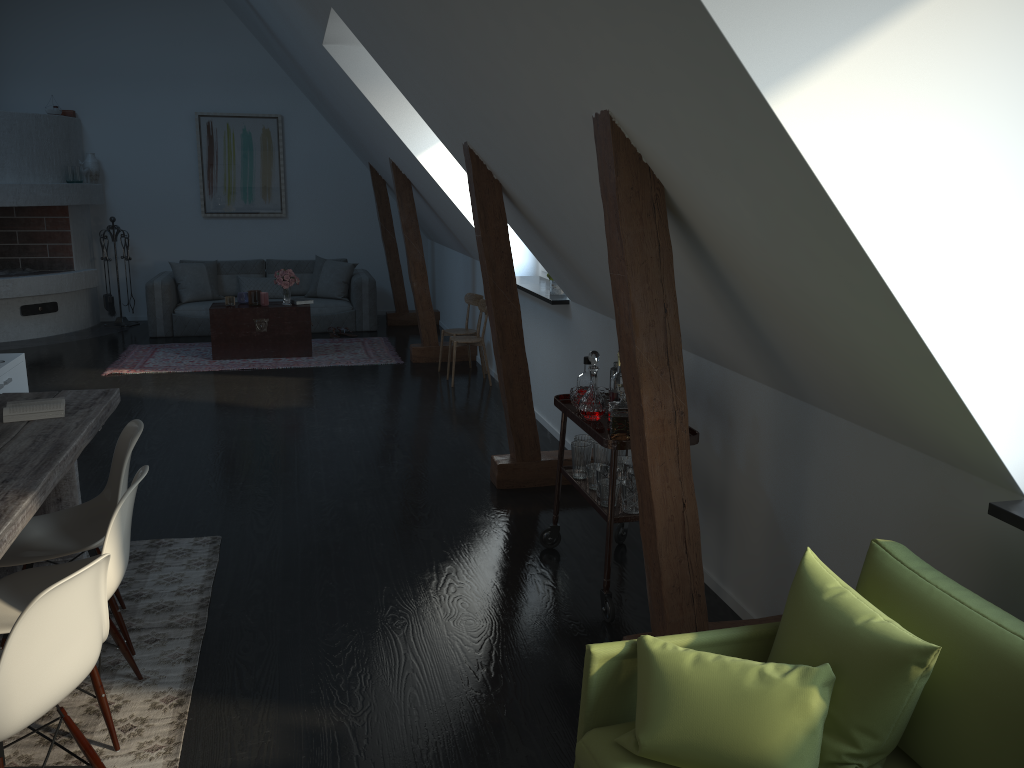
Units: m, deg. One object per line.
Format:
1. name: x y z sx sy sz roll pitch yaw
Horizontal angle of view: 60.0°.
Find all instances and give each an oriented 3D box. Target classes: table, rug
1. table: -2.414 -0.525 8.575 0.962 0.492 0.471 -3 13 -14
2. rug: -1.985 1.054 2.746 1.898 0.022 2.677 -3 13 -14
3. rug: -2.450 -0.295 8.642 2.647 0.029 1.512 -2 13 -13
4. table: -1.965 0.682 2.645 1.141 0.788 2.421 -3 13 -14

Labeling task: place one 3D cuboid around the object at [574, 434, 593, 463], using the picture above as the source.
1. object: 0.320 0.313 3.985 0.087 0.155 0.087 -10 17 -40

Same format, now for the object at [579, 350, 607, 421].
1. object: 0.334 0.006 3.644 0.114 0.292 0.114 -11 17 -41

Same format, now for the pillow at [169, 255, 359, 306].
1. pillow: -2.777 -1.184 10.043 2.075 0.515 0.444 -3 13 -14

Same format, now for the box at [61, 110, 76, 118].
1. box: -4.988 -3.003 9.857 0.229 0.078 0.127 -3 13 -14

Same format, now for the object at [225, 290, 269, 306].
1. object: -2.531 -0.830 8.515 0.413 0.138 0.215 0 13 -2

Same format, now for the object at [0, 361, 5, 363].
1. object: -3.458 -0.165 5.420 0.558 0.162 0.742 -3 13 -16

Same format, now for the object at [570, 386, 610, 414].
1. object: 0.366 0.071 3.807 0.245 0.092 0.151 4 13 15

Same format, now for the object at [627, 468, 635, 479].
1. object: 0.518 0.412 3.638 0.095 0.119 0.095 11 16 37

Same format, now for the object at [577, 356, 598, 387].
1. object: 0.336 -0.019 3.944 0.087 0.206 0.087 3 13 11

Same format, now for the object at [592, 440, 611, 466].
1. object: 0.397 0.328 3.926 0.087 0.155 0.087 -10 17 -40

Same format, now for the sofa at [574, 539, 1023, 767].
1. sofa: 0.830 1.007 1.275 0.898 0.825 2.093 -3 13 -15

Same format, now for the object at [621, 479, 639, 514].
1. object: 0.475 0.445 3.492 0.095 0.119 0.095 11 16 37

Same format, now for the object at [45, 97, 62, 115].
1. object: -4.968 -3.019 9.601 0.066 0.221 0.231 4 13 16

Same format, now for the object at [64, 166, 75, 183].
1. object: -4.756 -2.253 9.545 0.092 0.180 0.092 4 13 14

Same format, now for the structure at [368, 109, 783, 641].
1. structure: 0.292 -0.328 4.603 1.023 1.963 12.350 -3 13 -14

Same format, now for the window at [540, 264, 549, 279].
1. window: -1.994 -2.242 3.424 5.959 4.249 8.018 -3 13 -14

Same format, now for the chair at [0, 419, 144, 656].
1. chair: -1.582 0.556 3.183 0.542 0.801 0.465 -6 14 -27

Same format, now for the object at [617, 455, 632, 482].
1. object: 0.484 0.372 3.860 0.092 0.099 0.092 -9 16 -35

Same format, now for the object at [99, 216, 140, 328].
1. object: -4.513 -1.283 10.139 0.376 1.245 0.376 -8 15 -33

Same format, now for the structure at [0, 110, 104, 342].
1. structure: -6.169 -2.937 9.568 3.058 4.752 3.049 -1 13 -5

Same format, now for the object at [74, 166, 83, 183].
1. object: -4.749 -2.288 9.702 0.092 0.180 0.092 3 13 9

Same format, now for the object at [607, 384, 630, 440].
1. object: 0.420 0.109 3.374 0.101 0.211 0.101 1 13 1

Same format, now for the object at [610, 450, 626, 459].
1. object: 0.479 0.307 4.020 0.087 0.155 0.087 -10 17 -40

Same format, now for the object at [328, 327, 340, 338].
1. object: -1.947 -0.562 9.663 0.101 0.090 0.277 -5 14 -25

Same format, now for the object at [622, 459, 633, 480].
1. object: 0.511 0.385 3.757 0.095 0.119 0.095 11 16 37

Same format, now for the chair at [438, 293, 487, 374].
1. chair: -0.439 -0.439 7.835 0.342 0.696 0.329 -7 15 -30

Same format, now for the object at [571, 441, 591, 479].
1. object: 0.300 0.335 3.890 0.087 0.155 0.087 -10 17 -40

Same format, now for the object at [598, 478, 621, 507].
1. object: 0.390 0.439 3.563 0.092 0.099 0.092 -9 16 -35

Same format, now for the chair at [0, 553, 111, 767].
1. chair: -1.237 0.793 2.164 0.542 0.801 0.465 3 13 12

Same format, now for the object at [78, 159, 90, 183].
1. object: -4.742 -2.358 9.841 0.081 0.258 0.150 5 14 19

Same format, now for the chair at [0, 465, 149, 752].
1. chair: -1.371 0.666 2.712 0.542 0.801 0.465 -2 13 -13

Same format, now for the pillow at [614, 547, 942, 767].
1. pillow: 0.552 0.653 1.935 0.600 0.387 0.475 -3 13 -16

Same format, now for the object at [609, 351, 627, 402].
1. object: 0.437 0.015 3.583 0.081 0.307 0.081 -1 13 -8

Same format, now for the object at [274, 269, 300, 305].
1. object: -2.178 -0.943 8.543 0.235 0.351 0.234 10 16 35

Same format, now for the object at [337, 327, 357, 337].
1. object: -1.802 -0.576 9.731 0.277 0.090 0.101 9 15 32

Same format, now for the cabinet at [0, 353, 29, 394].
1. cabinet: -3.447 0.166 5.464 0.623 0.507 1.069 -3 13 -14

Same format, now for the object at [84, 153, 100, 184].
1. object: -4.744 -2.421 10.016 0.165 0.368 0.165 -11 17 -40

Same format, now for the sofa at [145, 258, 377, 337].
1. sofa: -2.822 -1.032 10.170 2.458 0.770 1.107 -3 13 -14

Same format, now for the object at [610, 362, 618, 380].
1. object: 0.468 -0.008 3.967 0.052 0.182 0.135 6 14 22

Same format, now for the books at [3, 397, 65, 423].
1. books: -1.833 0.088 3.409 0.202 0.042 0.251 -6 14 -25

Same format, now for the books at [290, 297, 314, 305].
1. books: -2.075 -0.813 8.689 0.179 0.034 0.243 -8 16 -35

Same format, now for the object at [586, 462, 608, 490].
1. object: 0.359 0.394 3.759 0.092 0.099 0.092 -9 16 -35

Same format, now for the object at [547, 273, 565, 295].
1. object: 0.253 -0.815 5.765 0.309 0.461 0.131 2 13 4

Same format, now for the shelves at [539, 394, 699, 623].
1. shelves: 0.456 0.482 3.762 0.438 0.732 0.803 -3 13 -17

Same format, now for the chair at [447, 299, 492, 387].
1. chair: -0.362 -0.350 7.449 0.342 0.696 0.329 -2 13 -12

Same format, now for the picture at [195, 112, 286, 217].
1. picture: -3.198 -2.581 10.477 0.965 1.185 0.025 -3 13 -14

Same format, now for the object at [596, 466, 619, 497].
1. object: 0.390 0.407 3.657 0.095 0.119 0.095 11 16 37
